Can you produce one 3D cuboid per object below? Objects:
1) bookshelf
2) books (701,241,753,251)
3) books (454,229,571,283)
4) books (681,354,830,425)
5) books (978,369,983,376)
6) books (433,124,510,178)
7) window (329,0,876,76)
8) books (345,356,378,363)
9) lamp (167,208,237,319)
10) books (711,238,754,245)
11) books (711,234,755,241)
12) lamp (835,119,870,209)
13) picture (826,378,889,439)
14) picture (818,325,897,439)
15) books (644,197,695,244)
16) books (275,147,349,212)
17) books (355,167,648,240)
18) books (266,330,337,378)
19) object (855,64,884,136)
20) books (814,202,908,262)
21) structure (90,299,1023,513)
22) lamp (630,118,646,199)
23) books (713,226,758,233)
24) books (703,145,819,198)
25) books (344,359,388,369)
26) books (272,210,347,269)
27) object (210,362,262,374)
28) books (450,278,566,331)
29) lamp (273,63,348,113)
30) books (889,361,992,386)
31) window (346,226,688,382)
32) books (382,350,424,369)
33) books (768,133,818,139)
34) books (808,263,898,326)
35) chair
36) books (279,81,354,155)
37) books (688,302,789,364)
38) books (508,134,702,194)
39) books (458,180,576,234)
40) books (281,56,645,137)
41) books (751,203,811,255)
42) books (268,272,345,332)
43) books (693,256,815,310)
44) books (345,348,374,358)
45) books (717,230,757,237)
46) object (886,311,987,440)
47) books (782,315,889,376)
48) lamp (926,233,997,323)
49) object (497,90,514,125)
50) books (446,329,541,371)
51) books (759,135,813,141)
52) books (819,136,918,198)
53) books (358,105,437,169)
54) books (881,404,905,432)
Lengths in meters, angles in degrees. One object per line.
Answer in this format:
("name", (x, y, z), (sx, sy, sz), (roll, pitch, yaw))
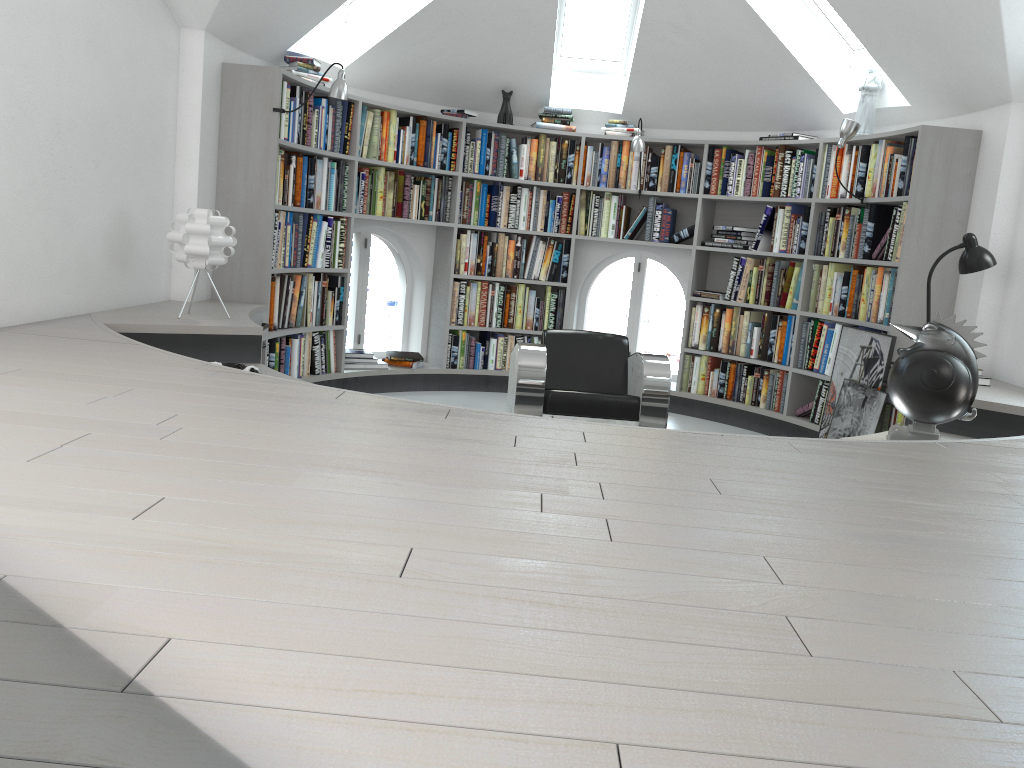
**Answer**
("bookshelf", (0.442, -0.878, 6.192), (4.333, 1.873, 2.117), (5, 9, 1))
("books", (1.676, -1.026, 6.624), (0.389, 0.042, 0.366), (13, 12, 40))
("books", (-0.015, -1.006, 6.964), (0.997, 0.350, 0.299), (3, 9, -15))
("books", (1.839, 0.023, 6.356), (0.359, 0.310, 1.503), (-1, 11, -36))
("books", (2.251, -0.092, 4.674), (0.286, 0.034, 0.306), (4, 9, -9))
("books", (-0.346, -1.771, 6.764), (0.682, 0.345, 0.266), (2, 9, -22))
("window", (0.604, -2.620, 5.957), (4.055, 0.710, 1.940), (5, 9, 1))
("books", (-1.162, -0.197, 6.603), (0.269, 0.031, 0.287), (1, 10, -22))
("lamp", (-1.510, -0.587, 4.311), (0.305, 0.523, 0.307), (4, 8, -10))
("books", (1.679, -1.059, 6.619), (0.286, 0.031, 0.269), (12, 11, 35))
("books", (1.681, -1.089, 6.615), (0.269, 0.031, 0.287), (-2, 12, -38))
("lamp", (2.124, -1.353, 5.459), (0.275, 0.523, 0.113), (4, 8, -8))
("picture", (2.019, 0.275, 5.261), (0.107, 0.553, 0.491), (4, 9, -9))
("picture", (2.083, 0.094, 5.416), (0.090, 0.859, 0.581), (4, 8, -9))
("books", (1.249, -1.244, 6.800), (0.399, 0.339, 0.225), (9, 9, 21))
("books", (-1.396, -1.302, 5.667), (0.303, 0.346, 1.091), (8, 10, 16))
("books", (-0.143, -1.357, 6.727), (2.527, 0.369, 0.593), (2, 9, -18))
("books", (-1.480, -0.202, 5.848), (0.283, 0.318, 0.921), (8, 10, 19))
("object", (2.285, -1.816, 5.701), (0.179, 0.471, 0.180), (7, 8, 10))
("books", (2.296, -0.950, 5.578), (0.279, 0.357, 1.057), (3, 9, -13))
("structure", (0.329, 0.097, 4.928), (4.712, 0.690, 4.726), (-4, 13, -43))
("lamp", (0.933, -1.672, 6.593), (0.113, 0.564, 0.359), (6, 8, 8))
("books", (1.687, -1.151, 6.607), (0.269, 0.031, 0.287), (2, 10, -19))
("books", (1.834, -1.518, 6.378), (0.306, 0.366, 0.972), (-3, 12, -45))
("books", (-1.165, -0.164, 6.607), (0.365, 0.042, 0.389), (-1, 11, -32))
("books", (-1.398, -0.923, 5.681), (0.261, 0.358, 1.023), (8, 10, 18))
("object", (-1.181, -0.039, 3.750), (0.218, 0.082, 0.475), (-1, 11, -36))
("books", (-0.037, -0.625, 7.020), (1.031, 0.356, 0.294), (3, 9, -14))
("lamp", (-1.155, -1.708, 5.127), (0.414, 0.311, 0.117), (5, 8, -2))
("books", (2.248, -0.056, 4.679), (0.365, 0.042, 0.389), (5, 9, 1))
("window", (-0.082, -0.650, 7.103), (3.229, 1.146, 0.620), (3, 8, -13))
("books", (-0.824, -0.185, 6.769), (0.318, 0.099, 0.293), (6, 9, 3))
("books", (1.994, -1.748, 6.290), (0.233, 0.027, 0.248), (1, 10, -26))
("books", (2.269, -0.571, 5.625), (0.275, 0.346, 1.025), (3, 9, -14))
("chair", (0.401, 0.082, 5.031), (0.823, 0.716, 0.744), (5, 9, -4))
("books", (-1.354, -1.679, 5.595), (0.301, 0.360, 1.036), (8, 10, 17))
("books", (1.714, -0.389, 6.542), (0.875, 0.349, 0.272), (14, 12, 42))
("books", (0.721, -1.701, 6.867), (1.566, 0.365, 0.395), (6, 9, 7))
("books", (0.011, -1.386, 6.954), (1.027, 0.358, 0.302), (3, 9, -13))
("books", (-0.328, -2.030, 6.438), (2.813, 0.173, 0.751), (0, 11, -28))
("books", (1.995, -1.090, 6.258), (0.256, 0.349, 0.555), (-2, 12, -42))
("books", (-1.519, -0.344, 5.503), (0.391, 0.693, 1.646), (7, 9, 11))
("books", (1.802, -0.749, 6.425), (0.977, 0.351, 0.252), (14, 12, 43))
("books", (-1.159, -0.228, 6.599), (0.213, 0.036, 0.227), (1, 10, -22))
("books", (1.684, -1.120, 6.611), (0.213, 0.036, 0.227), (-2, 12, -38))
("object", (1.713, -0.017, 3.621), (0.320, 0.560, 0.322), (1, 9, -26))
("books", (2.202, -0.209, 5.738), (0.303, 0.357, 1.189), (3, 10, -18))
("lamp", (2.321, -0.457, 4.617), (0.323, 0.657, 0.234), (8, 8, 16))
("object", (-0.033, -2.103, 6.780), (0.147, 0.264, 0.202), (5, 8, -2))
("books", (-0.086, -0.268, 7.061), (1.018, 0.305, 0.289), (3, 9, -14))
("books", (1.991, -1.720, 6.294), (0.316, 0.036, 0.337), (-2, 12, -36))
("books", (2.329, -1.330, 5.537), (0.292, 0.361, 1.018), (3, 9, -16))
("books", (-0.898, -1.768, 6.364), (0.793, 0.371, 0.270), (-4, 12, -45))
("books", (2.156, 0.334, 4.668), (0.272, 0.297, 1.151), (8, 10, 15))
